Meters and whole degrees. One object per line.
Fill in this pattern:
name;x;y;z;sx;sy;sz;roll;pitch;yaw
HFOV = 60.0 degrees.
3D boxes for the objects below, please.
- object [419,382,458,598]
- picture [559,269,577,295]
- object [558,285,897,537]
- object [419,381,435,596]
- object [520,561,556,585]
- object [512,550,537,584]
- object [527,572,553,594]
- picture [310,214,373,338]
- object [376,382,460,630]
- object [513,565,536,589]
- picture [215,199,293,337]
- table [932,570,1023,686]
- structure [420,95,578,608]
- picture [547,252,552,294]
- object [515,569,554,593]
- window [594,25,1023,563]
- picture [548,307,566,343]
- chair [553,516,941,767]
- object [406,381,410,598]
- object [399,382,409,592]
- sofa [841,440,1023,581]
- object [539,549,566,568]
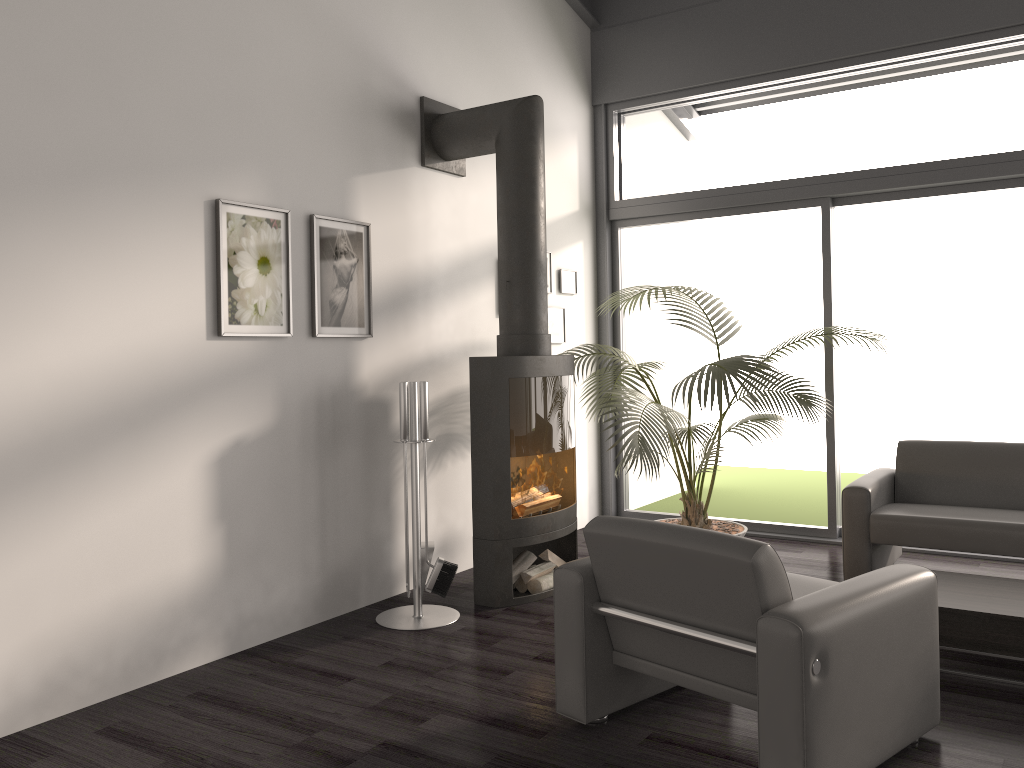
object;-0.344;0.499;4.180;0.167;1.020;0.078;-1;0;-5
picture;0.395;-0.712;6.180;0.015;0.166;0.221;-1;1;33
object;1.101;0.219;5.187;2.118;1.667;1.719;-1;1;28
object;-0.420;0.512;4.305;0.075;1.052;0.145;-1;0;-6
object;0.141;0.993;4.658;0.072;0.068;0.258;-1;2;32
object;0.017;0.989;4.634;0.104;0.192;0.306;-1;1;35
object;0.192;1.039;4.658;0.092;0.082;0.267;0;2;34
picture;-0.827;-0.516;4.325;0.026;0.577;0.394;-1;0;33
object;-0.459;0.552;4.233;0.400;1.126;0.400;-1;0;-7
object;0.047;1.039;4.750;0.084;0.083;0.277;-1;2;35
picture;-1.122;-0.496;3.878;0.026;0.577;0.394;-1;0;33
table;2.166;0.966;3.397;1.200;0.250;0.600;0;2;33
structure;-0.230;-0.251;4.932;1.115;2.675;0.818;-1;0;33
picture;0.211;-0.746;5.904;0.015;0.280;0.191;-1;0;33
object;0.124;1.038;4.717;0.085;0.086;0.266;-1;2;35
window;4.771;-0.719;4.036;9.742;3.472;0.385;0;0;33
picture;0.265;-0.397;5.973;0.015;0.244;0.360;-1;1;33
chair;0.781;0.775;2.949;0.910;0.717;0.963;-2;1;-42
object;-0.518;0.512;4.327;0.041;1.049;0.113;-1;0;-12
object;-0.504;0.484;4.151;0.042;0.983;0.116;-1;0;9
sofa;2.781;0.689;4.311;2.114;0.717;0.902;0;2;33
object;0.239;0.979;4.865;0.072;0.186;0.254;-1;1;35
